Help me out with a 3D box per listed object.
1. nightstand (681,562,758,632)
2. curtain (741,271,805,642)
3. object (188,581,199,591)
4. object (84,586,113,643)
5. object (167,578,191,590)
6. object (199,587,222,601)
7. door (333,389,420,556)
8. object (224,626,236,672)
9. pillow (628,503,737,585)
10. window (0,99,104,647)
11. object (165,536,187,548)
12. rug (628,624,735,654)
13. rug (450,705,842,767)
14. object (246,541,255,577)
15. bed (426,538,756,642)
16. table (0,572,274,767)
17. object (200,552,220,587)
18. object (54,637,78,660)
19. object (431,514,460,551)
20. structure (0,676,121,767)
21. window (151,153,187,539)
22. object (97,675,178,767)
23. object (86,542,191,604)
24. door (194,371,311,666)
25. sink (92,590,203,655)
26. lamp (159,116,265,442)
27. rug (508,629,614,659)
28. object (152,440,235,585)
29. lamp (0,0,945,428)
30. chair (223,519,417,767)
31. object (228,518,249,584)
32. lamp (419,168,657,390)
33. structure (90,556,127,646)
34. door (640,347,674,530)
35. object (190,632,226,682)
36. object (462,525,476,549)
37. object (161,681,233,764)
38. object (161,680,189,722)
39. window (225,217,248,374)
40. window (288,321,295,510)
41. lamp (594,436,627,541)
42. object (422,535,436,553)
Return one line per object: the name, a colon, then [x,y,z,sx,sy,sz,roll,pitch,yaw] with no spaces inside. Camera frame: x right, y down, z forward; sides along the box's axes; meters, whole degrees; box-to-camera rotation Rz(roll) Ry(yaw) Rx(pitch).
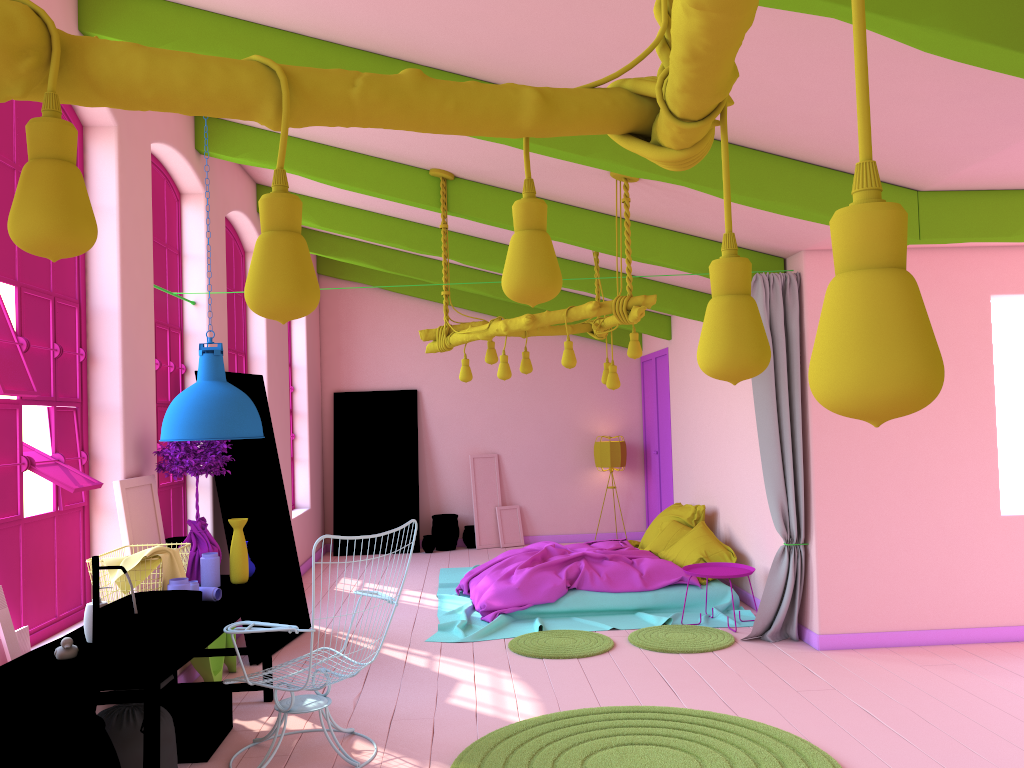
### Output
nightstand: [1.727,1.762,7.380,0.596,0.458,0.596,-3,-2,34]
curtain: [2.020,0.563,6.748,0.518,2.784,0.525,-1,-2,-22]
object: [-1.740,1.137,4.835,0.065,0.118,0.065,0,-2,-45]
object: [-1.837,1.051,4.190,0.165,0.250,0.411,-3,-2,32]
object: [-1.675,1.081,4.462,0.109,0.197,0.109,-1,-2,-11]
object: [-1.682,1.162,4.904,0.137,0.076,0.076,-2,-2,17]
door: [-1.849,1.189,12.075,1.153,2.210,0.450,-2,-2,-3]
object: [-2.057,1.838,6.371,0.137,0.462,0.284,-1,-2,-18]
pillow: [1.661,1.651,9.184,0.848,0.822,2.618,-1,-2,-14]
window: [-2.412,-0.211,4.349,0.492,3.002,1.498,-2,-2,-3]
object: [-2.363,1.233,6.320,0.223,0.272,0.223,-1,-2,-16]
rug: [1.310,1.973,6.882,0.792,0.021,0.792,-3,-2,24]
rug: [0.637,1.882,4.299,1.888,0.050,1.889,-1,-2,-16]
object: [-1.679,1.099,5.553,0.132,0.219,0.132,-2,-2,14]
bed: [0.593,1.834,8.861,2.802,0.513,3.578,-2,-2,-3]
table: [-1.806,1.581,4.592,0.655,0.820,2.193,-2,-2,-3]
object: [-1.795,1.107,5.278,0.109,0.197,0.109,-3,-2,34]
object: [-1.863,1.100,3.710,0.088,0.088,0.086,-2,-2,14]
object: [-0.907,2.022,12.088,0.386,0.470,0.386,-3,-2,39]
structure: [-1.724,1.509,3.086,0.718,0.844,0.718,0,-2,-36]
window: [-2.514,-0.140,6.265,0.072,3.046,1.275,-2,-2,-3]
object: [-0.414,0.996,0.424,2.827,1.579,7.868,-2,-2,-3]
object: [-1.902,1.012,4.629,0.444,0.369,0.633,-2,-2,-3]
door: [-2.053,1.000,7.138,0.450,2.210,1.153,-2,-2,7]
sink: [-1.616,1.059,3.968,0.340,0.194,0.609,-2,-2,-3]
lamp: [-1.607,-0.707,4.702,0.529,2.001,0.529,-3,-2,28]
rug: [0.376,2.000,6.829,0.792,0.021,0.793,-1,-2,-21]
object: [-1.929,0.741,5.406,0.441,0.950,0.503,0,-2,-43]
lamp: [-0.118,-1.085,0.717,1.610,2.264,1.776,-1,-2,-21]
chair: [-1.051,1.356,4.678,0.925,1.238,1.078,-3,-2,31]
object: [-1.651,1.009,5.359,0.116,0.382,0.116,-1,-2,-29]
lamp: [0.308,-1.075,6.296,1.610,2.264,1.776,-1,-2,-21]
structure: [-1.803,0.965,3.935,0.166,0.396,0.087,-2,-2,6]
door: [1.917,0.876,11.678,0.108,2.589,1.678,-2,-2,-3]
object: [-2.116,1.692,6.043,0.218,0.733,0.451,-2,-2,-3]
object: [-0.556,2.102,12.179,0.260,0.306,0.260,-3,-2,29]
object: [-1.839,1.866,4.905,0.446,0.277,0.522,-2,-2,-3]
object: [-1.866,1.767,4.761,0.300,0.448,0.672,-1,-2,-28]
window: [-2.632,-0.052,8.168,0.214,3.008,1.514,-2,-2,-3]
window: [-2.756,0.040,10.625,0.072,3.046,1.275,-2,-2,-3]
lamp: [1.390,1.442,12.173,0.491,1.466,0.476,-3,-2,27]
object: [-1.112,2.142,11.853,0.199,0.234,0.199,0,-2,-36]
